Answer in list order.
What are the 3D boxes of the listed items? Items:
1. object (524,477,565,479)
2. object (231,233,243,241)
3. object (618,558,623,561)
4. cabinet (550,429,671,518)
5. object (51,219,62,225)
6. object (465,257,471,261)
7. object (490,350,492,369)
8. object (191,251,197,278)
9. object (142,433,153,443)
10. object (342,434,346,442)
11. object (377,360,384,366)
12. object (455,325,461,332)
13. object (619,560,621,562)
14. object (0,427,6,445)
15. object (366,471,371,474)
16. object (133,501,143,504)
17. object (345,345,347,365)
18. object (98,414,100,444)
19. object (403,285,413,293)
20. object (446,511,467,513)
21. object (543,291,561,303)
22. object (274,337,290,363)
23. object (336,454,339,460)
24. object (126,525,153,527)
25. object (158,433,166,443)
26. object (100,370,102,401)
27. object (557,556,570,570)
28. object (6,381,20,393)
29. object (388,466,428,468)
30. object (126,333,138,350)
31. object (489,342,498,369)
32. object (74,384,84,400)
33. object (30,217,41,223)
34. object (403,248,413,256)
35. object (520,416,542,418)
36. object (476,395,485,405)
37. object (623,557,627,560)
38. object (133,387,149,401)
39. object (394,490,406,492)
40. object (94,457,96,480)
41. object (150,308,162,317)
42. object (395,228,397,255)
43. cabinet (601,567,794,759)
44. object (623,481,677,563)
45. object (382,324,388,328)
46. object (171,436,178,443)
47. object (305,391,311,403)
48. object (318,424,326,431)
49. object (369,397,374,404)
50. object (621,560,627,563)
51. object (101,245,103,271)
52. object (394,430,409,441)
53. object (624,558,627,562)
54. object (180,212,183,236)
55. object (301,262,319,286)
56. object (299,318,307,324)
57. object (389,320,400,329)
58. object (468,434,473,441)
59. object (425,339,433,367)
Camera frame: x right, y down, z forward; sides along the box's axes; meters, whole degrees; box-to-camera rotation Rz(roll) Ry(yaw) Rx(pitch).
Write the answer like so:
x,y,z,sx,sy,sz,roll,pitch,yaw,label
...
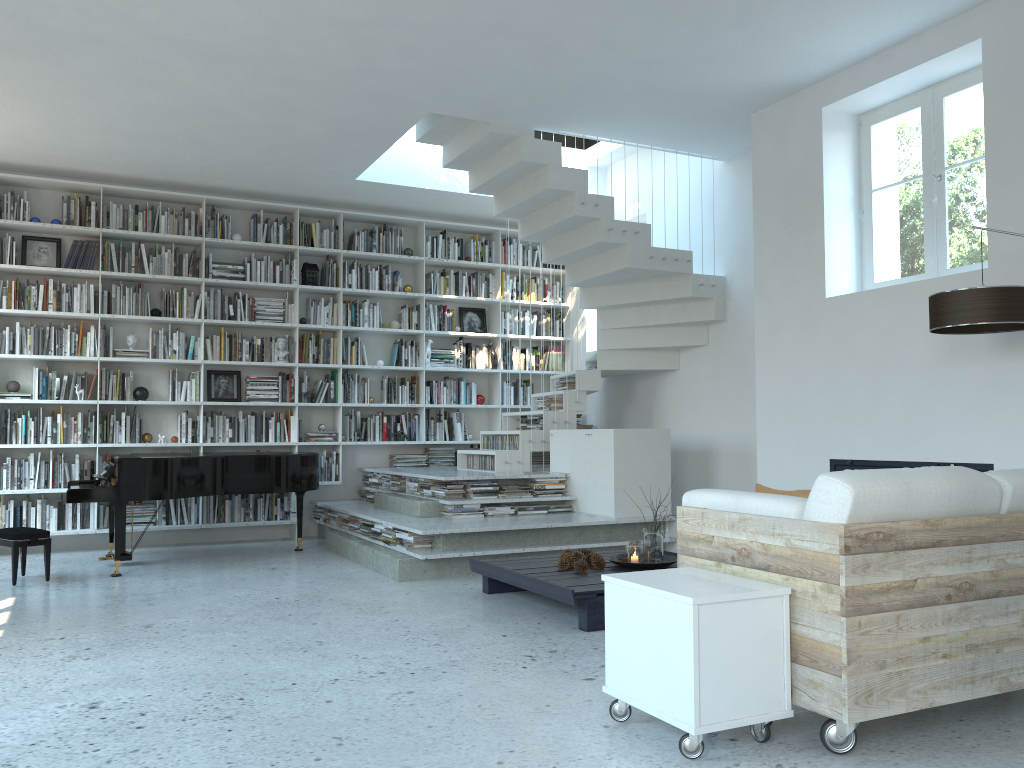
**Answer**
x,y,z,sx,sy,sz,roll,pitch,yaw,label
0.266,0.758,7.255,0.284,0.030,0.177,1,-4,-26,object
-2.553,-1.347,8.221,0.104,0.106,0.105,-3,-4,41,object
0.642,1.040,5.222,0.035,0.035,0.030,1,-3,-28,object
0.763,0.701,7.181,0.551,0.667,0.993,1,-3,-26,cabinet
-3.892,-1.367,7.573,0.082,0.083,0.082,-3,-4,41,object
-0.455,-1.285,9.193,0.071,0.072,0.071,-1,-3,23,object
-0.252,-0.244,9.342,0.022,0.211,0.179,1,-3,-26,object
-2.843,-1.068,7.955,0.075,0.254,0.075,-3,-4,43,object
-3.226,0.478,7.840,0.091,0.092,0.091,-3,-4,41,object
-1.643,0.524,8.604,0.071,0.072,0.071,-1,-3,23,object
-1.304,-0.203,8.772,0.071,0.072,0.071,-1,-3,23,object
-0.577,-0.561,9.168,0.091,0.092,0.091,-1,-3,23,object
0.638,1.042,5.179,0.026,0.027,0.030,-2,-3,31,object
-4.158,0.423,7.238,0.045,0.146,0.045,-1,-3,12,object
-1.330,0.864,8.701,0.131,0.024,0.290,1,-4,-24,object
-3.274,1.009,7.761,0.086,0.087,0.086,-3,-4,41,object
-1.638,-0.274,8.669,0.013,0.208,0.140,1,-3,-26,object
-3.581,0.390,7.685,0.012,0.254,0.161,1,-3,-26,object
-1.044,-0.946,8.895,0.100,0.101,0.100,-3,-4,41,object
-0.389,0.979,6.803,0.204,0.004,0.140,1,-4,-23,object
0.430,-0.933,9.572,0.203,0.137,0.095,0,-3,-10,object
-2.146,-0.311,8.267,0.138,0.243,0.137,-2,-3,29,object
-1.677,0.798,8.508,0.011,0.260,0.142,1,-3,-26,object
-3.286,1.242,7.784,0.254,0.007,0.161,1,-4,-23,object
-3.089,0.477,7.834,0.060,0.095,0.078,0,-3,-9,object
-3.577,0.017,7.717,0.012,0.270,0.130,1,-3,-26,object
0.294,1.028,5.064,0.082,0.085,0.082,0,-3,-12,object
-4.157,0.025,7.391,0.105,0.106,0.105,-3,-4,41,object
-1.043,0.831,8.904,0.346,0.007,0.193,2,-4,-31,object
-3.359,-0.374,7.826,0.095,0.157,0.121,0,-3,-12,object
-0.192,-0.287,9.219,0.087,0.288,0.075,-1,-3,9,object
-3.652,0.070,7.483,0.082,0.140,0.044,2,-4,-42,object
-4.033,-1.370,7.503,0.082,0.083,0.082,-3,-4,41,object
-1.043,-1.315,8.906,0.104,0.105,0.104,-1,-3,23,object
0.180,0.312,8.421,0.161,0.025,0.174,1,-4,-22,object
-0.341,0.168,9.254,0.115,0.116,0.115,-3,-4,41,object
0.670,1.043,5.257,0.031,0.035,0.031,1,-3,-26,object
-3.273,0.090,7.823,0.133,0.135,0.134,-1,-3,23,object
-0.949,0.946,7.899,0.145,0.010,0.266,2,-4,-30,object
-3.609,0.745,7.677,0.017,0.290,0.089,1,-3,-26,object
-3.169,-0.625,7.887,0.097,0.098,0.097,-1,-3,23,object
-1.190,-1.409,8.947,0.006,0.297,0.129,1,-3,-26,object
0.586,0.884,2.879,0.380,0.486,0.502,1,-3,-26,cabinet
0.809,0.788,5.112,0.309,0.521,0.436,0,-3,4,object
-1.272,-0.566,8.829,0.068,0.068,0.068,-3,-4,41,object
-3.005,0.495,7.900,0.061,0.062,0.061,-1,-3,23,object
-1.914,0.124,8.334,0.054,0.113,0.079,1,-3,-28,object
-1.810,0.415,8.438,0.071,0.072,0.071,-1,-3,23,object
-1.395,0.166,8.748,0.071,0.072,0.071,-1,-3,23,object
0.649,1.036,5.140,0.035,0.035,0.030,0,-3,-3,object
-3.588,-1.076,7.750,0.012,0.254,0.161,1,-3,-26,object
-1.087,0.509,8.714,0.160,0.114,0.064,2,-4,-39,object
0.668,1.033,5.167,0.038,0.043,0.039,-2,-3,34,object
-3.002,-1.426,8.054,0.010,0.246,0.157,1,-3,-26,object
-1.930,-1.040,8.479,0.135,0.248,0.135,2,-3,-36,object
-1.979,-0.593,8.402,0.071,0.072,0.071,-1,-3,23,object
-1.180,-0.584,8.902,0.111,0.113,0.111,-3,-4,41,object
-0.443,0.554,9.212,0.071,0.072,0.071,-1,-3,23,object
-0.840,-0.304,8.879,0.087,0.288,0.075,-1,-3,9,object
